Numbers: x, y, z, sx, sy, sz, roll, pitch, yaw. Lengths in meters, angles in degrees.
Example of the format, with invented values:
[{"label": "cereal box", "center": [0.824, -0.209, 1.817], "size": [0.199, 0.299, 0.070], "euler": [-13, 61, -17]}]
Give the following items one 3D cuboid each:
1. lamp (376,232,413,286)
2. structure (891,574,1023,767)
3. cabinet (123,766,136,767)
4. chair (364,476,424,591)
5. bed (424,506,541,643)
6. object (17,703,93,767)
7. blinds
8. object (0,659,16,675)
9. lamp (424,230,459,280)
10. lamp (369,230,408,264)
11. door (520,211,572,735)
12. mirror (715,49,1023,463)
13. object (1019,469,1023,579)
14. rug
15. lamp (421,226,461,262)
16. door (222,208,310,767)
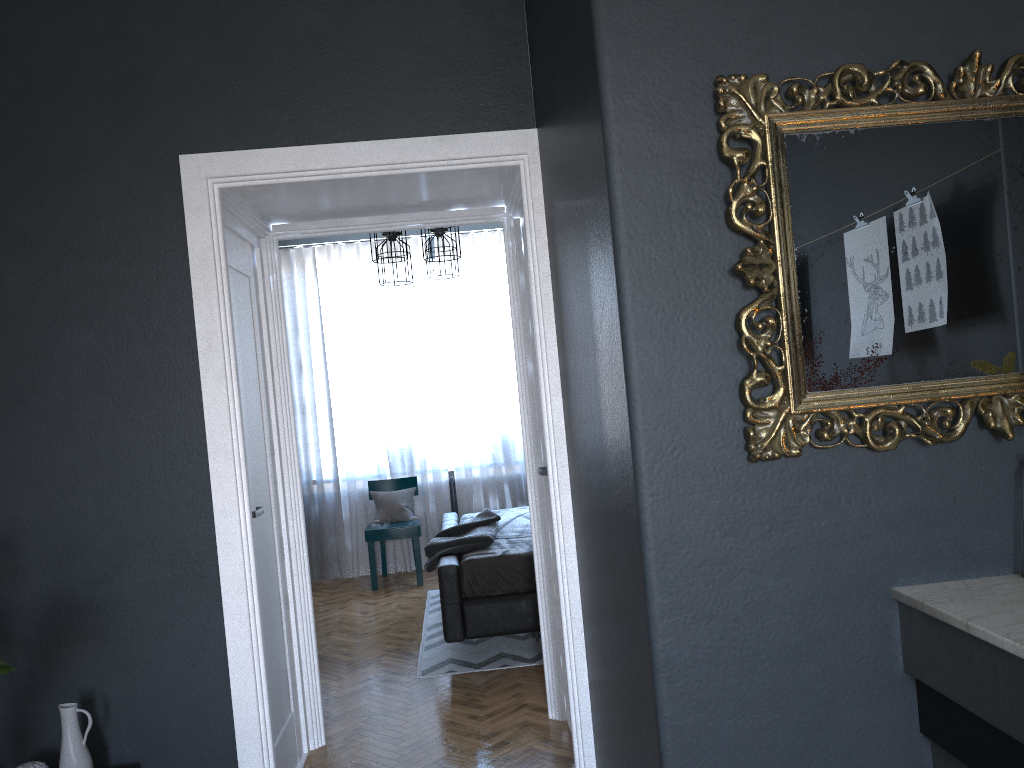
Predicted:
[{"label": "lamp", "center": [-0.793, -1.054, 5.799], "size": [0.210, 0.804, 0.210], "euler": [-5, 1, 10]}, {"label": "structure", "center": [1.336, 0.855, 1.455], "size": [1.065, 0.981, 0.834], "euler": [-5, 0, -4]}, {"label": "cabinet", "center": [-1.458, 1.408, 2.509], "size": [0.650, 0.390, 0.456], "euler": [-5, 0, -4]}, {"label": "chair", "center": [-0.931, 1.172, 7.062], "size": [0.435, 0.799, 0.592], "euler": [-5, 0, -4]}, {"label": "bed", "center": [0.614, 0.841, 5.701], "size": [2.375, 1.162, 2.265], "euler": [-5, 0, -4]}, {"label": "object", "center": [-1.361, 1.069, 2.547], "size": [0.228, 0.268, 0.228], "euler": [-5, 0, 30]}, {"label": "blinds", "center": [-0.497, 0.129, 7.498], "size": [3.992, 2.789, 0.312], "euler": [-5, 1, -4]}, {"label": "object", "center": [-1.543, 0.662, 1.777], "size": [1.118, 1.899, 0.764], "euler": [-5, 1, -10]}, {"label": "lamp", "center": [-0.508, -1.108, 6.126], "size": [0.210, 0.747, 0.210], "euler": [-5, 1, 10]}, {"label": "lamp", "center": [-0.776, -1.108, 5.411], "size": [0.210, 0.714, 0.210], "euler": [-5, 1, 10]}, {"label": "door", "center": [0.204, 0.353, 3.399], "size": [0.162, 2.187, 0.857], "euler": [-5, 1, -4]}, {"label": "mirror", "center": [0.957, -0.275, 1.792], "size": [1.056, 0.784, 0.067], "euler": [-5, 1, -4]}, {"label": "object", "center": [1.367, 0.086, 1.613], "size": [0.727, 0.547, 0.474], "euler": [-5, 0, -1]}, {"label": "rug", "center": [0.160, 1.466, 5.642], "size": [1.458, 0.013, 2.045], "euler": [-5, 0, -4]}, {"label": "lamp", "center": [-0.439, -1.107, 5.142], "size": [0.210, 0.769, 0.210], "euler": [-5, 1, 10]}, {"label": "door", "center": [-0.972, 0.462, 3.322], "size": [0.162, 2.187, 0.857], "euler": [-5, 1, -4]}]
